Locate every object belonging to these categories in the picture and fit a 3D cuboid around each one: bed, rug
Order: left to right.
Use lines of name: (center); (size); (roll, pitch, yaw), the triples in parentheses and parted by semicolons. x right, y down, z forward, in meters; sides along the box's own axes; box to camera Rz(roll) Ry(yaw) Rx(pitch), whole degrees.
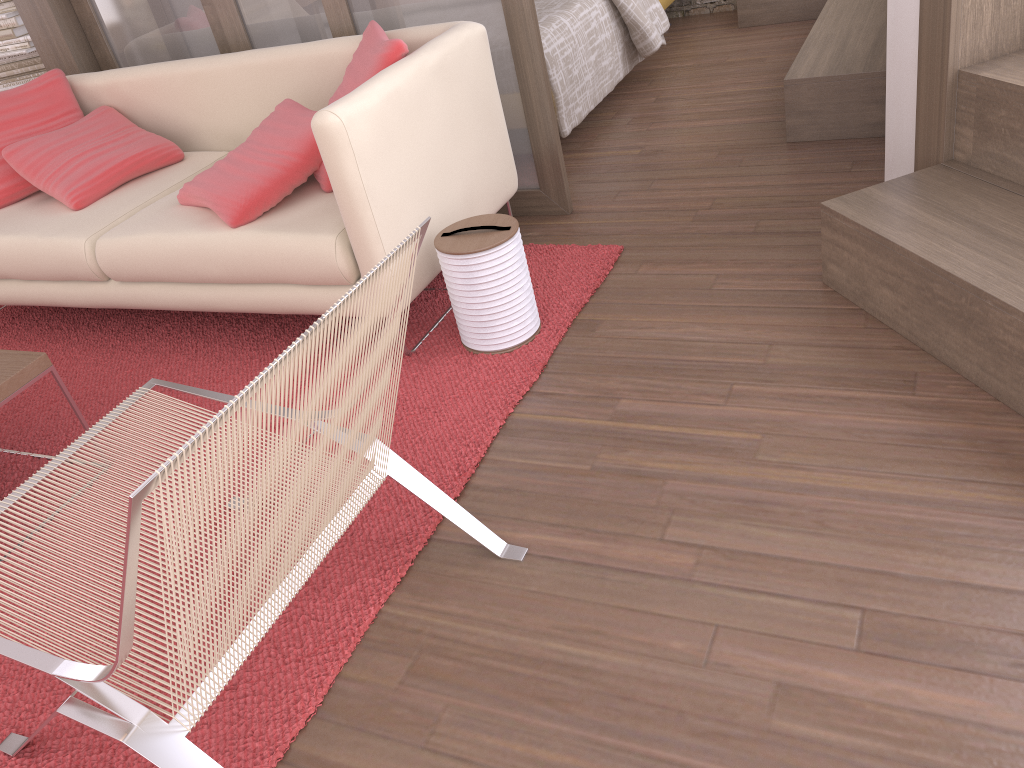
rug: (-1.602, 0.402, 2.382); (2.938, 0.016, 3.344); (4, 36, 26)
bed: (-0.242, -1.989, 4.734); (2.219, 0.861, 2.360); (4, 36, 26)

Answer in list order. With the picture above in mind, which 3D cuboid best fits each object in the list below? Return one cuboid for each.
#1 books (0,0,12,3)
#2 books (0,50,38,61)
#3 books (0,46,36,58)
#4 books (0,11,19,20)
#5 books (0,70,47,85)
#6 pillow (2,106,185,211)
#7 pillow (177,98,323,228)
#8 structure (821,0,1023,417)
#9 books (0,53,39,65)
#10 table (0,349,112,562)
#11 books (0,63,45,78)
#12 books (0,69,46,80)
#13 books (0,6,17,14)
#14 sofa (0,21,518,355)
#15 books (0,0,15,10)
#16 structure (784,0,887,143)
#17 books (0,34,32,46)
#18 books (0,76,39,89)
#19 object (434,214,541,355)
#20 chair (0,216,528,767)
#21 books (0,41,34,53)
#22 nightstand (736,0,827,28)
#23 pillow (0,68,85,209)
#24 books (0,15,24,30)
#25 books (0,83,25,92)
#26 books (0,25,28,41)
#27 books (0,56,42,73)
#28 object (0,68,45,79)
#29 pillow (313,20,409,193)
books: (-2.720, -2.032, 4.681); (0.442, 0.025, 0.346); (-5, 33, 14)
books: (-2.636, -1.808, 4.797); (0.396, 0.024, 0.310); (-8, 33, 10)
books: (-2.636, -1.827, 4.790); (0.542, 0.016, 0.423); (4, 36, 26)
books: (-2.709, -1.986, 4.742); (0.510, 0.020, 0.399); (4, 36, 26)
books: (-2.656, -1.710, 4.873); (0.488, 0.018, 0.296); (-8, 33, 10)
pillow: (-1.562, -0.852, 3.310); (0.467, 0.224, 0.507); (13, 41, 36)
pillow: (-0.779, -0.697, 2.763); (0.467, 0.224, 0.507); (-32, 36, -26)
structure: (1.207, -1.173, 1.009); (0.845, 2.881, 2.039); (-19, 32, -7)
books: (-2.636, -1.793, 4.813); (0.405, 0.018, 0.300); (-8, 33, 10)
table: (-1.686, 0.291, 2.223); (0.850, 0.378, 0.850); (4, 36, 26)
books: (-2.620, -1.745, 4.838); (0.396, 0.024, 0.310); (-8, 33, 10)
books: (-2.608, -1.735, 4.866); (0.385, 0.008, 0.274); (-8, 33, 10)
books: (-2.655, -2.013, 4.725); (0.542, 0.020, 0.320); (4, 36, 26)
sofa: (-1.163, -0.665, 3.148); (2.204, 0.751, 0.919); (4, 36, 26)
books: (-2.713, -2.028, 4.726); (0.469, 0.028, 0.368); (-5, 33, 14)
structure: (1.467, -2.591, 3.094); (0.808, 2.881, 2.039); (4, 36, 26)
books: (-2.612, -1.893, 4.782); (0.566, 0.025, 0.423); (4, 36, 26)
books: (-2.612, -1.700, 4.874); (0.405, 0.018, 0.300); (-8, 33, 10)
object: (-0.066, -0.286, 2.511); (0.239, 0.341, 0.239); (-29, 35, -22)
chair: (-0.565, 0.210, 1.566); (0.853, 0.762, 0.739); (4, 36, 26)
books: (-2.670, -1.868, 4.822); (0.612, 0.028, 0.399); (4, 36, 26)
nightstand: (1.631, -2.172, 4.863); (0.707, 0.240, 0.400); (4, 36, 26)
pillow: (-1.880, -0.942, 3.417); (0.498, 0.377, 0.379); (-27, 34, -20)
books: (-2.675, -1.971, 4.769); (0.542, 0.046, 0.421); (4, 36, 26)
books: (-2.603, -1.680, 4.880); (0.396, 0.024, 0.310); (-8, 33, 10)
books: (-2.697, -1.918, 4.786); (0.522, 0.046, 0.410); (4, 36, 26)
books: (-2.626, -1.769, 4.822); (0.396, 0.033, 0.310); (-8, 33, 10)
object: (-2.624, -1.731, 4.851); (0.413, 0.008, 0.243); (-8, 33, 10)
pillow: (-0.501, -0.876, 2.773); (0.379, 0.377, 0.498); (-19, 32, -7)
